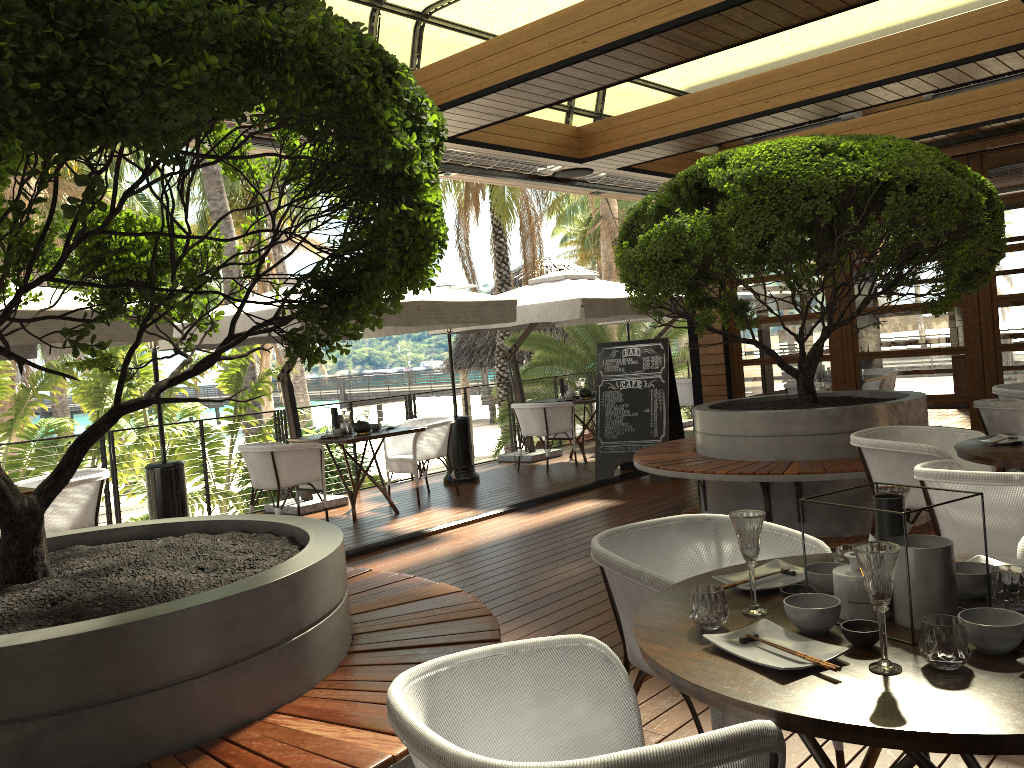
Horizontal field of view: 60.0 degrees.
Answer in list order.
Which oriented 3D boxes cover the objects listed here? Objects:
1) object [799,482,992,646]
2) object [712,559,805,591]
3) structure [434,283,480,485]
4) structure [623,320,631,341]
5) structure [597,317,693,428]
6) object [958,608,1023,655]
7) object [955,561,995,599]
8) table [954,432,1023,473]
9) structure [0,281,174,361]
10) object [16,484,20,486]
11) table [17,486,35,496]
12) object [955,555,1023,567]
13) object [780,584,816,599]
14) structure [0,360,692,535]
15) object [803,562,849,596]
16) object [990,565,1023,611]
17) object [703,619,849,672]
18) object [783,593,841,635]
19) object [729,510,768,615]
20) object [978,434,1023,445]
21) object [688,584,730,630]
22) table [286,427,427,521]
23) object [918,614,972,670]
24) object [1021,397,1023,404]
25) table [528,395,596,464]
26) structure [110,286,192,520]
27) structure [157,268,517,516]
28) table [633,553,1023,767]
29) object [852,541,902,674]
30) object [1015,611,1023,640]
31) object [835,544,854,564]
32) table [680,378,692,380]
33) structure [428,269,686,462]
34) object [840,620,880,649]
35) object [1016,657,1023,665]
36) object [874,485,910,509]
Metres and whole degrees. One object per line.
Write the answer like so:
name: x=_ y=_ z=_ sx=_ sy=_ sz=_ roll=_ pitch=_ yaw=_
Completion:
object: x=0.824 y=0.373 z=1.916 sx=0.264 sy=0.264 sz=0.263 roll=-6 pitch=2 yaw=-30
object: x=0.633 y=0.496 z=2.247 sx=0.295 sy=0.025 sz=0.170 roll=-6 pitch=2 yaw=-30
structure: x=-0.644 y=-0.016 z=9.713 sx=0.699 sy=2.191 sz=0.700 roll=-4 pitch=1 yaw=30
structure: x=1.637 y=-0.303 z=12.221 sx=0.699 sy=2.191 sz=0.700 roll=-4 pitch=1 yaw=30
structure: x=2.965 y=-0.518 z=13.249 sx=2.412 sy=2.332 sz=2.416 roll=-3 pitch=2 yaw=42
object: x=0.913 y=0.473 z=1.682 sx=0.116 sy=0.065 sz=0.116 roll=-5 pitch=2 yaw=-4
object: x=1.043 y=0.450 z=2.015 sx=0.116 sy=0.065 sz=0.116 roll=-6 pitch=2 yaw=-27
table: x=2.690 y=0.643 z=4.036 sx=1.165 sy=0.749 sz=1.167 roll=-4 pitch=2 yaw=11
structure: x=-3.835 y=0.337 z=5.773 sx=2.412 sy=2.332 sz=2.416 roll=-3 pitch=2 yaw=42
object: x=-3.480 y=0.700 z=6.014 sx=0.294 sy=0.025 sz=0.170 roll=-3 pitch=3 yaw=42
table: x=-3.685 y=1.115 z=5.762 sx=0.931 sy=0.749 sz=0.932 roll=-3 pitch=2 yaw=42
object: x=1.161 y=0.455 z=2.148 sx=0.170 sy=0.025 sz=0.294 roll=-6 pitch=2 yaw=-25
object: x=0.660 y=0.493 z=2.041 sx=0.080 sy=0.042 sz=0.080 roll=-6 pitch=2 yaw=-31
structure: x=-5.243 y=1.205 z=5.812 sx=0.163 sy=1.153 sz=26.295 roll=-4 pitch=2 yaw=42
object: x=0.756 y=0.470 z=2.110 sx=0.116 sy=0.065 sz=0.116 roll=-5 pitch=2 yaw=-4
object: x=1.074 y=0.440 z=1.905 sx=0.086 sy=0.086 sz=0.086 roll=-4 pitch=2 yaw=20
object: x=0.531 y=0.523 z=1.739 sx=0.170 sy=0.025 sz=0.294 roll=-6 pitch=2 yaw=-25
object: x=0.636 y=0.490 z=1.871 sx=0.116 sy=0.065 sz=0.116 roll=-6 pitch=2 yaw=-27
object: x=0.545 y=0.407 z=2.023 sx=0.082 sy=0.227 sz=0.082 roll=-5 pitch=1 yaw=-29
object: x=2.375 y=0.272 z=4.274 sx=0.295 sy=0.025 sz=0.170 roll=-7 pitch=3 yaw=-39
object: x=0.433 y=0.493 z=1.951 sx=0.086 sy=0.086 sz=0.086 roll=-4 pitch=2 yaw=20
table: x=-1.412 y=0.829 z=8.261 sx=0.931 sy=0.749 sz=0.932 roll=-3 pitch=2 yaw=42
object: x=0.792 y=0.475 z=1.624 sx=0.086 sy=0.086 sz=0.086 roll=-4 pitch=2 yaw=15
object: x=2.386 y=0.175 z=4.060 sx=0.082 sy=0.227 sz=0.082 roll=-6 pitch=2 yaw=-38
table: x=0.861 y=0.543 z=10.760 sx=0.931 sy=0.749 sz=0.932 roll=-3 pitch=2 yaw=42
structure: x=-2.879 y=0.265 z=7.255 sx=0.699 sy=2.191 sz=0.700 roll=-4 pitch=1 yaw=30
structure: x=-1.568 y=0.052 z=8.265 sx=2.412 sy=2.332 sz=2.416 roll=-3 pitch=2 yaw=42
table: x=0.880 y=0.875 z=1.927 sx=1.165 sy=0.749 sz=1.167 roll=-4 pitch=2 yaw=22
object: x=0.678 y=0.411 z=1.631 sx=0.082 sy=0.227 sz=0.082 roll=-6 pitch=1 yaw=-36
object: x=1.003 y=0.475 z=1.733 sx=0.080 sy=0.042 sz=0.080 roll=-5 pitch=2 yaw=-9
object: x=0.845 y=0.448 z=2.202 sx=0.086 sy=0.086 sz=0.086 roll=-4 pitch=2 yaw=15
table: x=3.134 y=0.257 z=13.259 sx=0.931 sy=0.749 sz=0.932 roll=-3 pitch=2 yaw=42
structure: x=0.698 y=-0.233 z=10.757 sx=2.412 sy=2.332 sz=2.416 roll=-3 pitch=2 yaw=42
object: x=0.695 y=0.500 z=1.759 sx=0.080 sy=0.042 sz=0.080 roll=-5 pitch=2 yaw=4
object: x=1.060 y=0.485 z=1.570 sx=0.295 sy=0.025 sz=0.170 roll=-6 pitch=2 yaw=-30
object: x=0.942 y=0.368 z=2.177 sx=0.082 sy=0.227 sz=0.082 roll=-6 pitch=1 yaw=-36
